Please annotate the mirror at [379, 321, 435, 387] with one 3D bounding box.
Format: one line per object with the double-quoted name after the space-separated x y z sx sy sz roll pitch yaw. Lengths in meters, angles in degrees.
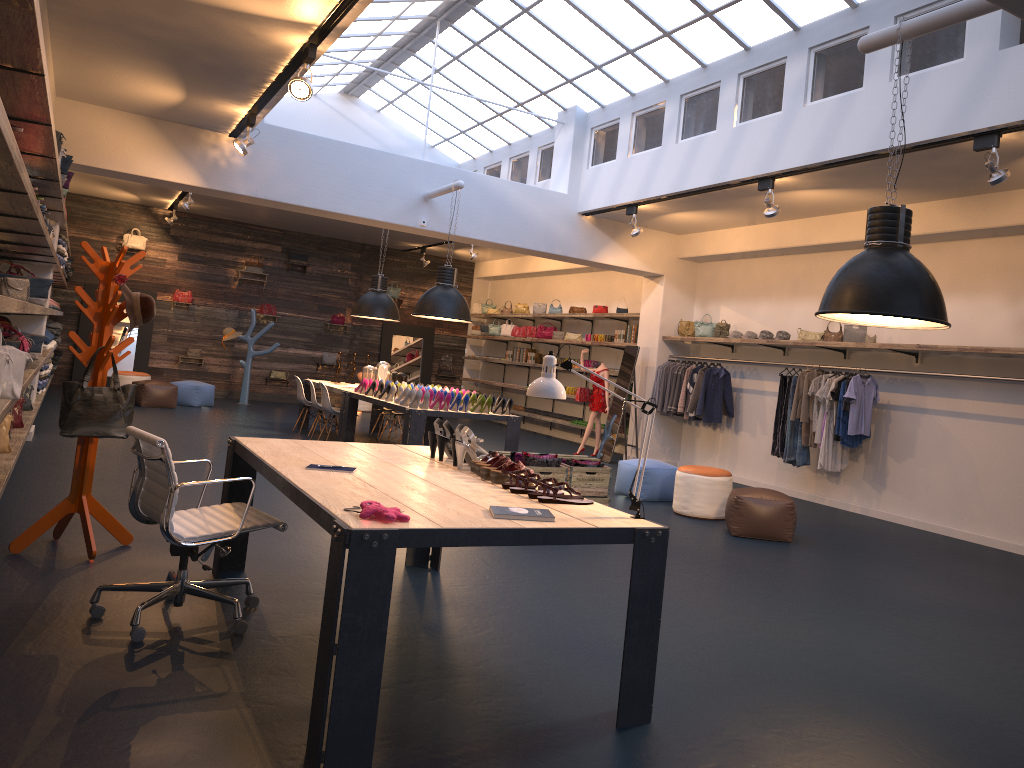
-2.333 -0.356 19.032 1.239 1.927 0.248 8 -3 -31 "mirror"

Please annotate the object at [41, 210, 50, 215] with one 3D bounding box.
-3.964 -1.294 7.193 0.210 0.340 0.386 6 -1 15 "object"

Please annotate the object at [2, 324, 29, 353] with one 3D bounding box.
-3.301 -0.213 5.624 0.247 0.344 0.269 6 -2 3 "object"

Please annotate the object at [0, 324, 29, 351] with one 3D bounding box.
-3.254 -0.205 5.531 0.247 0.344 0.269 6 -2 3 "object"

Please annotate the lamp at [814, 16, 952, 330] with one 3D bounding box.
2.029 -1.145 4.611 0.652 1.655 0.743 5 -3 30 "lamp"

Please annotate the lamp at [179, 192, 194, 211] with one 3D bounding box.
-4.992 -2.796 13.331 0.232 0.329 0.186 6 -2 14 "lamp"

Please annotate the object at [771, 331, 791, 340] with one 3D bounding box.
3.467 -0.619 11.180 0.252 0.137 0.165 6 -1 -10 "object"

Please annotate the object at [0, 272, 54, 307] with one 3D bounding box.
-3.809 -0.729 6.731 0.164 0.233 0.450 5 -1 44 "object"

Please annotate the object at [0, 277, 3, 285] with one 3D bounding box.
-3.605 -0.675 6.170 0.107 0.176 0.260 7 0 -8 "object"

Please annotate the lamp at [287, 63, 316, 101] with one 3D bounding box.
-1.551 -2.268 6.529 0.170 0.316 0.265 5 -2 26 "lamp"

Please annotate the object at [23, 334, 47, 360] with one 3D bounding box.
-4.471 -0.343 7.853 0.164 0.233 0.450 5 -1 44 "object"

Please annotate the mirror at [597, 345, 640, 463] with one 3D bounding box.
1.681 0.294 13.067 0.559 1.774 0.467 8 -4 -29 "mirror"

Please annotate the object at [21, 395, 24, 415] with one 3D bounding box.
-4.386 0.107 7.595 0.212 0.340 0.383 6 -1 11 "object"

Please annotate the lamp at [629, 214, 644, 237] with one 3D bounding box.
1.585 -2.032 11.220 0.243 0.329 0.178 7 -2 -2 "lamp"

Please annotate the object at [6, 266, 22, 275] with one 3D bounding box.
-4.761 -0.945 8.263 0.190 0.387 0.429 6 -1 8 "object"

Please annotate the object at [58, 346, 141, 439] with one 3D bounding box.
-2.293 0.050 4.839 0.399 0.526 0.187 7 -3 -23 "object"

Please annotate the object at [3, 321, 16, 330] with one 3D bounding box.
-3.453 -0.243 5.815 0.207 0.363 0.259 6 -2 24 "object"

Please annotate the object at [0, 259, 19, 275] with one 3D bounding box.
-4.600 -0.933 7.877 0.126 0.412 0.314 5 -2 33 "object"

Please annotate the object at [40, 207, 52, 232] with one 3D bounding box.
-3.865 -1.278 6.983 0.203 0.340 0.399 5 -1 29 "object"

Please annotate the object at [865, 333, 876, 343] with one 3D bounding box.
4.130 -0.519 9.996 0.129 0.134 0.082 6 -2 6 "object"

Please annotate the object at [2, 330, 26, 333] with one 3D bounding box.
-5.028 -0.416 8.511 0.164 0.236 0.450 5 -1 44 "object"

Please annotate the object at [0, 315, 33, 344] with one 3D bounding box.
-3.918 -0.332 6.637 0.458 0.387 0.177 7 -2 -36 "object"

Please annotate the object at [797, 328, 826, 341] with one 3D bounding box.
3.713 -0.599 10.767 0.354 0.175 0.236 6 0 12 "object"

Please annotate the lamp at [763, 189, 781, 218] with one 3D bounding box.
2.699 -1.859 8.998 0.174 0.329 0.249 6 -2 18 "lamp"

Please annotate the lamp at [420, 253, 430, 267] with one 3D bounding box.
-1.809 -2.562 18.030 0.232 0.329 0.186 6 -2 14 "lamp"

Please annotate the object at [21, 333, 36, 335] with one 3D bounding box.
-4.598 -0.359 7.966 0.165 0.232 0.447 5 0 36 "object"

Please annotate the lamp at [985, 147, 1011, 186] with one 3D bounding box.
3.788 -1.689 6.815 0.232 0.329 0.186 6 -2 14 "lamp"

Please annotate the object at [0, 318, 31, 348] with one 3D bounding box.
-3.606 -0.275 6.043 0.458 0.387 0.177 7 -2 -37 "object"

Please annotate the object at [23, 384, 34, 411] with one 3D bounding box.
-4.555 0.052 7.968 0.190 0.387 0.429 6 -1 8 "object"

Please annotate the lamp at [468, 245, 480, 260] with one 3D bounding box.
-0.703 -2.390 15.815 0.232 0.329 0.186 6 -2 14 "lamp"

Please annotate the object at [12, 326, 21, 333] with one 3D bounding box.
-4.138 -0.326 7.167 0.319 0.310 0.164 6 -2 28 "object"

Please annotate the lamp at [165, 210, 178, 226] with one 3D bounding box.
-6.090 -2.968 15.531 0.232 0.329 0.186 6 -2 14 "lamp"

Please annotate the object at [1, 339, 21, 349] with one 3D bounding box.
-2.842 -0.110 4.632 0.348 0.286 0.176 6 -2 -11 "object"

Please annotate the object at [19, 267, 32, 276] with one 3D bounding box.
-4.825 -0.959 8.560 0.185 0.387 0.440 6 -1 18 "object"

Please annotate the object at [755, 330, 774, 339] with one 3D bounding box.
3.331 -0.640 11.452 0.252 0.137 0.165 6 -1 -10 "object"

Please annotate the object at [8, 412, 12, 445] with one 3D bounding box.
-3.467 0.250 5.800 0.210 0.340 0.386 6 -1 15 "object"

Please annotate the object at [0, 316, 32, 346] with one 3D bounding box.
-3.698 -0.298 6.224 0.456 0.387 0.178 7 -2 -31 "object"

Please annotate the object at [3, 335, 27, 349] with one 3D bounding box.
-3.219 -0.175 5.403 0.235 0.299 0.268 6 -2 27 "object"

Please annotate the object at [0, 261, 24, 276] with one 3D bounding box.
-4.500 -0.907 7.781 0.233 0.387 0.245 7 -2 -6 "object"

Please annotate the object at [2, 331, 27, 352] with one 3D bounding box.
-3.148 -0.171 5.332 0.277 0.301 0.320 6 -1 0 "object"

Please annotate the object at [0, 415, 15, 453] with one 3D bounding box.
-3.316 0.245 5.467 0.188 0.387 0.433 6 -1 11 "object"

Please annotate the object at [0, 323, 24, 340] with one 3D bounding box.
-3.120 -0.194 5.143 0.367 0.357 0.150 7 -3 -30 "object"

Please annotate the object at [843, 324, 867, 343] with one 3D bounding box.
4.040 -0.582 10.241 0.264 0.231 0.082 6 -3 17 "object"

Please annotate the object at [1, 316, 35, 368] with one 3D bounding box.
-3.806 -0.315 6.462 0.455 0.387 0.179 7 -2 -29 "object"

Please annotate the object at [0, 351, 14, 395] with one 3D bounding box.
-2.536 -0.117 3.976 0.178 0.387 0.458 4 -2 41 "object"

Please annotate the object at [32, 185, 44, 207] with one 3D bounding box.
-3.329 -1.195 5.862 0.204 0.340 0.398 5 -1 28 "object"

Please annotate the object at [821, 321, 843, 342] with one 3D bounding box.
3.904 -0.639 10.530 0.272 0.301 0.110 6 -3 31 "object"

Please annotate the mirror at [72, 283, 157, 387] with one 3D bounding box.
-7.326 -0.827 16.031 1.239 1.927 0.248 8 -3 -31 "mirror"

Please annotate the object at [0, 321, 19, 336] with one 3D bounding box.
-3.406 -0.235 5.720 0.207 0.363 0.259 6 -2 24 "object"

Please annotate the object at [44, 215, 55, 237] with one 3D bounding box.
-4.226 -1.363 7.686 0.188 0.387 0.433 6 -1 12 "object"

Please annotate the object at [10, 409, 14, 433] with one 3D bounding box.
-3.782 0.201 6.385 0.212 0.340 0.383 6 -1 11 "object"

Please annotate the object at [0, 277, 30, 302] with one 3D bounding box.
-3.417 -0.650 5.960 0.104 0.176 0.268 6 0 5 "object"

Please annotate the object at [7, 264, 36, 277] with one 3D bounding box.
-4.373 -0.880 7.721 0.222 0.363 0.242 7 -2 -3 "object"

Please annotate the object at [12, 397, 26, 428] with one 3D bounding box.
-3.935 0.149 6.707 0.188 0.387 0.433 6 -1 11 "object"

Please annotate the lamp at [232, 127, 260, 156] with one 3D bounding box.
-2.704 -2.440 8.756 0.168 0.329 0.256 5 -2 32 "lamp"

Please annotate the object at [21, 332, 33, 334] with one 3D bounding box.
-4.810 -0.386 8.244 0.164 0.236 0.450 5 -1 42 "object"
